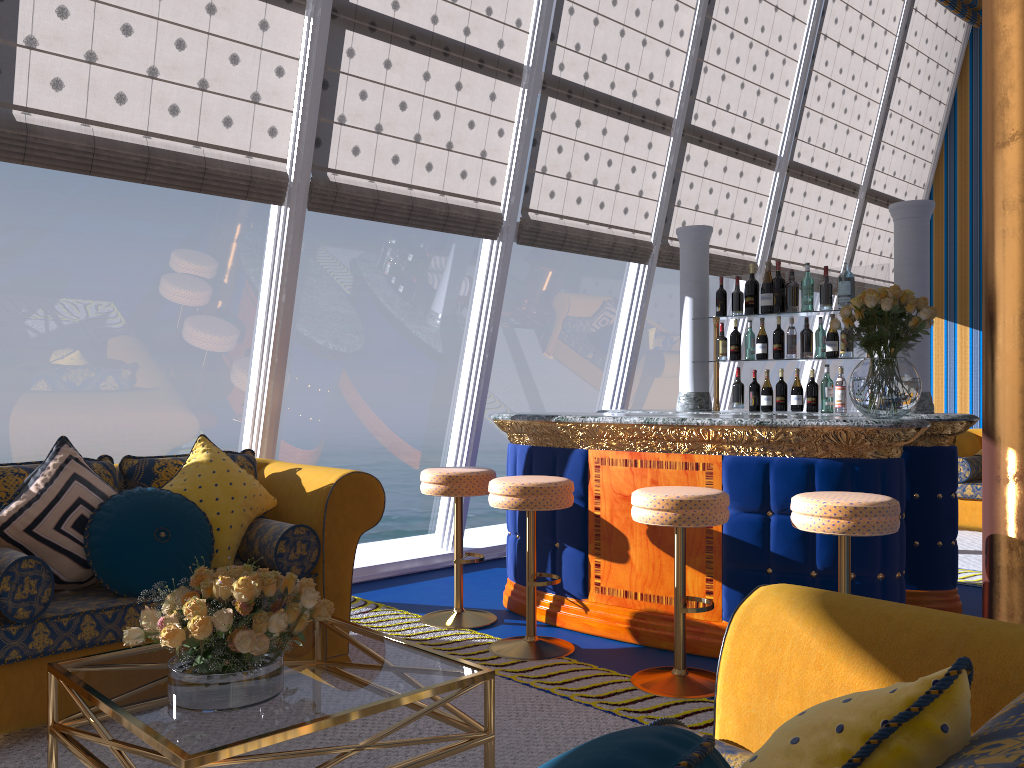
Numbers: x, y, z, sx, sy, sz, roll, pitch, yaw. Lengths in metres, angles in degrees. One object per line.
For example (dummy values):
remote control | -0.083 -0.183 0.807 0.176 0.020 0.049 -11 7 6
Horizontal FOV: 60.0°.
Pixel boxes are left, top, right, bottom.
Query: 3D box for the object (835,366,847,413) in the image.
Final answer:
object | 1.807 0.030 4.869 0.062 0.258 0.060 0 0 -43

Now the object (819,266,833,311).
object | 1.727 -0.525 4.878 0.072 0.246 0.072 0 0 6

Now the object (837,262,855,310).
object | 1.823 -0.535 4.836 0.091 0.259 0.092 0 0 30

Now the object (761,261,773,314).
object | 1.465 -0.548 5.069 0.084 0.302 0.086 0 0 41

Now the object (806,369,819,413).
object | 1.675 0.037 4.946 0.065 0.244 0.066 0 0 28

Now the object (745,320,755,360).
object | 1.380 -0.254 5.143 0.058 0.230 0.059 0 0 6

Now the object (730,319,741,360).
object | 1.310 -0.261 5.196 0.065 0.244 0.066 0 0 28

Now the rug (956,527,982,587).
rug | 4.519 1.233 6.216 3.632 0.011 6.190 1 -1 -44

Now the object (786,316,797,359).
object | 1.569 -0.261 4.976 0.056 0.239 0.057 0 0 21

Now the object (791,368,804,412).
object | 1.605 0.034 4.990 0.068 0.244 0.069 0 0 28

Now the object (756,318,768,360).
object | 1.436 -0.258 5.088 0.068 0.244 0.069 0 0 28

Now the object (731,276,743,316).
object | 1.342 -0.521 5.282 0.072 0.246 0.072 0 0 6

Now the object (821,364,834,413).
object | 1.747 0.026 4.918 0.068 0.269 0.069 0 0 7

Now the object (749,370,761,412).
object | 1.409 0.039 5.149 0.066 0.244 0.065 0 0 -40

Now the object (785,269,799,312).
object | 1.576 -0.521 4.990 0.076 0.247 0.076 0 0 10

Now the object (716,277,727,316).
object | 1.254 -0.520 5.312 0.066 0.244 0.065 0 0 -40

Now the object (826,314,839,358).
object | 1.756 -0.262 4.858 0.068 0.244 0.069 0 0 28

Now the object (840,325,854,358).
object | 1.814 -0.262 4.802 0.072 0.244 0.071 0 0 -23

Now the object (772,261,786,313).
object | 1.517 -0.550 5.051 0.082 0.303 0.080 0 0 -27

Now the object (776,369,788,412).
object | 1.529 0.034 5.031 0.065 0.244 0.066 0 0 28

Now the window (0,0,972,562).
window | -1.043 -1.712 4.589 15.631 5.855 1.601 0 0 -44

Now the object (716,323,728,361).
object | 1.239 -0.250 5.233 0.066 0.225 0.066 0 0 16

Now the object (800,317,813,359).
object | 1.642 -0.256 4.945 0.071 0.232 0.072 0 0 25

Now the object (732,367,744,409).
object | 1.323 0.023 5.187 0.070 0.242 0.072 0 0 28

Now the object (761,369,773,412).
object | 1.465 0.039 5.092 0.068 0.244 0.069 0 0 28

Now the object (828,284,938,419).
object | 1.338 -6.999 1.639 63.931 33.602 62.618 0 -1 -37

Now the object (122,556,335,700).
object | -0.782 0.674 2.517 0.450 0.388 0.508 0 0 28

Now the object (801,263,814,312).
object | 1.638 -0.536 4.916 0.070 0.271 0.068 0 0 -33

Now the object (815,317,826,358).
object | 1.707 -0.257 4.908 0.058 0.230 0.059 0 0 6

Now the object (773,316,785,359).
object | 1.513 -0.263 5.030 0.065 0.244 0.066 0 0 28

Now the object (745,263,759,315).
object | 1.393 -0.548 5.145 0.082 0.303 0.080 0 0 -38
